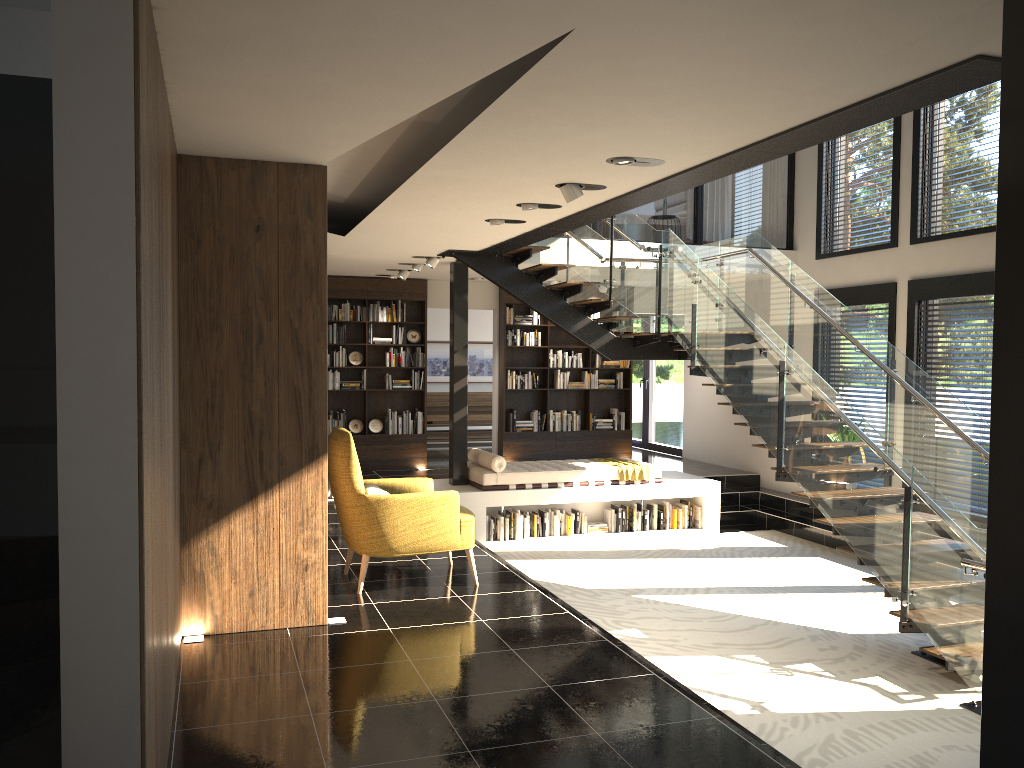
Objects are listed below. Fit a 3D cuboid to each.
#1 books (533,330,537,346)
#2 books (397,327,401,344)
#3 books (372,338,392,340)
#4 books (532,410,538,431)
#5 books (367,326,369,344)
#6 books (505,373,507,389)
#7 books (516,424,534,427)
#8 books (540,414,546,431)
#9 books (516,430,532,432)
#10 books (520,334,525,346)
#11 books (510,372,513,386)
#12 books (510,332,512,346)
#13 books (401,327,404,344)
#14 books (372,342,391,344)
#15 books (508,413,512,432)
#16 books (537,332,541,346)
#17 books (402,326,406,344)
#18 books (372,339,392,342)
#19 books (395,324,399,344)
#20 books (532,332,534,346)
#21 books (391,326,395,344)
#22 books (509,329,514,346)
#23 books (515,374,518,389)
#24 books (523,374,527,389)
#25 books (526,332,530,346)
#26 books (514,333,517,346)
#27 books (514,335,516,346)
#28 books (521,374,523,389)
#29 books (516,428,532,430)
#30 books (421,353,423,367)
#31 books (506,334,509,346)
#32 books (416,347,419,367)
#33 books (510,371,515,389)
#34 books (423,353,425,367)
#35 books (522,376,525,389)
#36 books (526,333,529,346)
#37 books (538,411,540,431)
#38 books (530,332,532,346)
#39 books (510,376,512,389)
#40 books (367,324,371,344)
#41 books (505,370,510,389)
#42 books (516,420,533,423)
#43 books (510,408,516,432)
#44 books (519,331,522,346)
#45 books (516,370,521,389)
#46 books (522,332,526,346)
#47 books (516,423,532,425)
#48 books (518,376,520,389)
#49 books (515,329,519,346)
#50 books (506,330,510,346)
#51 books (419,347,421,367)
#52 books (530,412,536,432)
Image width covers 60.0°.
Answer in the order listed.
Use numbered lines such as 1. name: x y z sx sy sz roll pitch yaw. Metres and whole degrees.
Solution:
1. books: 0.341 -0.682 13.162 0.032 0.247 0.114 0 2 -19
2. books: -1.604 -0.678 12.507 0.025 0.235 0.231 0 2 -19
3. books: -1.839 -0.635 12.471 0.264 0.021 0.189 0 2 -21
4. books: 0.342 0.548 13.236 0.031 0.310 0.169 0 2 -19
5. books: -2.035 -0.682 12.404 0.028 0.242 0.194 0 2 -19
6. books: -0.109 -0.046 13.064 0.028 0.237 0.134 0 2 -19
7. books: 0.157 0.614 13.173 0.287 0.031 0.176 0 2 -21
8. books: 0.448 0.576 13.273 0.075 0.255 0.181 0 2 -19
9. books: 0.150 0.691 13.193 0.247 0.026 0.148 0 2 -20
10. books: 0.160 -0.644 13.071 0.029 0.173 0.138 0 2 -19
11. books: -0.026 -0.050 13.075 0.023 0.245 0.159 0 2 -19
12. books: -0.029 -0.661 13.035 0.021 0.207 0.102 0 2 -19
13. books: -1.575 -0.680 12.536 0.047 0.238 0.225 0 2 -19
14. books: -1.840 -0.578 12.477 0.239 0.033 0.176 0 2 -21
15. books: -0.029 0.569 13.125 0.025 0.270 0.156 0 2 -19
16. books: 0.384 -0.661 13.142 0.034 0.206 0.167 0 2 -19
17. books: -1.532 -0.686 12.534 0.035 0.251 0.196 0 2 -19
18. books: -1.836 -0.609 12.463 0.266 0.030 0.209 0 2 -18
19. books: -1.638 -0.703 12.493 0.049 0.286 0.259 0 2 -19
20. books: 0.294 -0.664 13.131 0.028 0.211 0.133 0 2 -19
21. books: -1.678 -0.693 12.497 0.023 0.265 0.218 0 2 -19
22. books: -0.005 -0.685 13.042 0.029 0.255 0.128 0 2 -19
23. books: 0.048 -0.040 13.095 0.028 0.227 0.136 0 2 -19
24. books: 0.180 -0.038 13.130 0.030 0.222 0.189 0 2 -19
25. books: 0.235 -0.664 13.114 0.025 0.211 0.125 0 2 -19
26. books: 0.049 -0.656 13.052 0.021 0.196 0.103 0 2 -19
27. books: 0.026 -0.642 13.040 0.030 0.168 0.125 0 2 -19
28. books: 0.118 -0.036 13.129 0.021 0.216 0.170 0 2 -19
29. books: 0.156 0.666 13.177 0.258 0.024 0.167 0 2 -18
30. books: -1.293 -0.341 12.595 0.023 0.200 0.120 0 2 -19
31. books: -0.082 -0.646 13.008 0.037 0.178 0.109 0 2 -19
32. books: -1.346 -0.380 12.579 0.018 0.278 0.114 0 2 -19
33. books: 0.004 -0.056 13.066 0.029 0.258 0.181 0 2 -19
34. books: -1.265 -0.338 12.587 0.026 0.196 0.170 0 2 -19
35. books: 0.146 -0.024 13.132 0.033 0.193 0.172 0 2 -19
36. books: 0.211 -0.655 13.097 0.032 0.194 0.120 0 2 -19
37. books: 0.375 0.553 13.243 0.036 0.302 0.186 0 2 -19
38. books: 0.261 -0.662 13.132 0.034 0.208 0.112 0 2 -19
39. books: -0.044 -0.026 13.050 0.028 0.199 0.175 0 2 -19
40. books: -2.001 -0.700 12.388 0.027 0.279 0.166 0 2 -19
41. books: -0.071 -0.067 13.041 0.028 0.282 0.168 0 2 -19
42. books: 0.156 0.561 13.174 0.257 0.024 0.167 0 2 -19
43. books: 0.011 0.535 13.090 0.028 0.340 0.203 0 2 -19
44. books: 0.113 -0.670 13.083 0.052 0.224 0.099 0 2 -19
45. books: 0.099 -0.063 13.107 0.029 0.272 0.152 0 2 -19
46. books: 0.177 -0.663 13.107 0.025 0.208 0.114 0 2 -19
47. books: 0.152 0.585 13.185 0.271 0.025 0.156 0 2 -18
48. books: 0.075 -0.025 13.096 0.024 0.197 0.172 0 2 -19
49. books: 0.074 -0.680 13.064 0.034 0.245 0.127 0 2 -19
50. books: -0.055 -0.673 13.031 0.030 0.230 0.103 0 2 -19
51. books: -1.324 -0.380 12.567 0.016 0.278 0.201 0 2 -19
52. books: 0.318 0.562 13.209 0.030 0.284 0.177 0 2 -19
